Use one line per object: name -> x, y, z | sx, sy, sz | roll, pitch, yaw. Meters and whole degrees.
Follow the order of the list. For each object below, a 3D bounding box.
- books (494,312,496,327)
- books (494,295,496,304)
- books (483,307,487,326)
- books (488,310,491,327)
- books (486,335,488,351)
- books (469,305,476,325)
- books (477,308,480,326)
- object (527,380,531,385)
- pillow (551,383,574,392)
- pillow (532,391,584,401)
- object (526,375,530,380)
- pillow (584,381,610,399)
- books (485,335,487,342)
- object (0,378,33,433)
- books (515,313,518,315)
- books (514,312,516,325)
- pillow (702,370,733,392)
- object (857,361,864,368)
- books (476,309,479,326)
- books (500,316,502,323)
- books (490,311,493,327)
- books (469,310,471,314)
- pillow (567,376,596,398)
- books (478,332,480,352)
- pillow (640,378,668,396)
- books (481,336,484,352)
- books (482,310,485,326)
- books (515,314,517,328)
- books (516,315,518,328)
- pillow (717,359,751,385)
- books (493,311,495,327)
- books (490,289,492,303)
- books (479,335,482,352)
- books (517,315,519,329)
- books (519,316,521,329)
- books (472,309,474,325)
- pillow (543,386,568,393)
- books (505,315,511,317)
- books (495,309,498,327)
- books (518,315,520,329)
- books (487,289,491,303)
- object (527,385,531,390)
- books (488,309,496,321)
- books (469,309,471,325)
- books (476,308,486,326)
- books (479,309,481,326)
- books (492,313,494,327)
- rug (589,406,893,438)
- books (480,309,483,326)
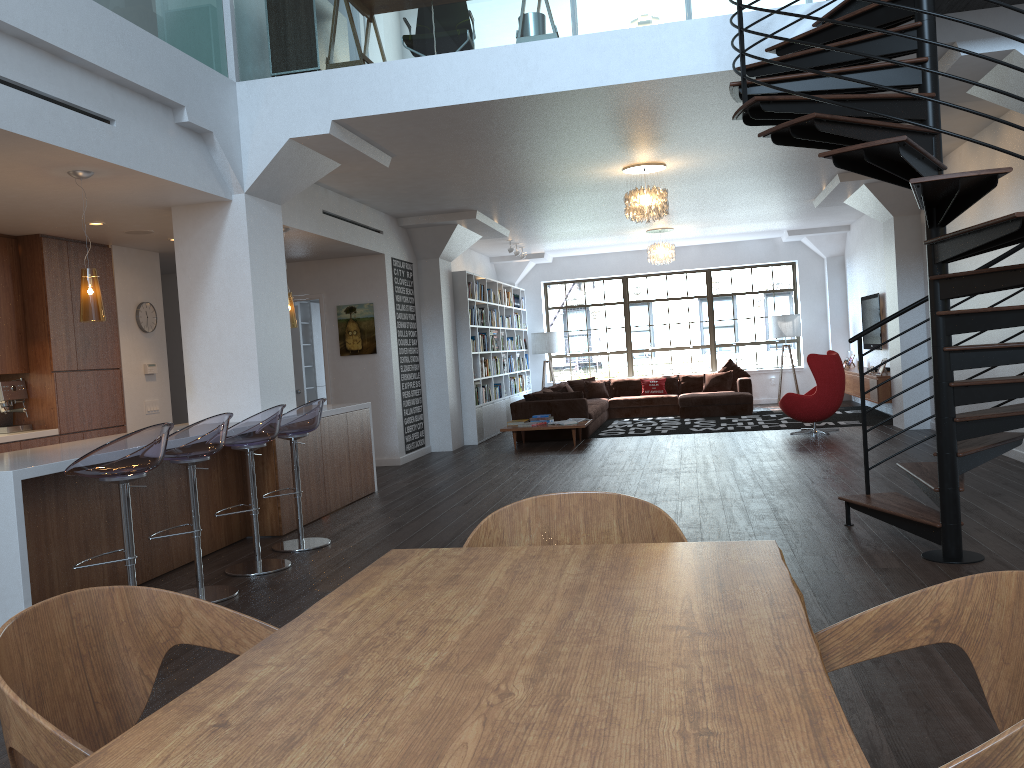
books -> -0.352, -1.013, 14.021 | 0.174, 0.239, 0.045 | -3, 2, 11
books -> -0.323, -1.351, 14.220 | 0.110, 0.153, 0.019 | -3, 2, 11
books -> -0.475, -1.010, 13.441 | 0.176, 0.291, 0.053 | -3, 2, 11
books -> -0.428, -1.000, 13.605 | 0.182, 0.253, 0.034 | -3, 2, 11
books -> -0.452, -0.611, 13.366 | 0.182, 0.253, 0.034 | -3, 2, 11
books -> -0.611, -0.973, 12.663 | 0.176, 0.290, 0.053 | -3, 2, 11
books -> -0.567, -0.973, 13.021 | 0.180, 0.259, 0.042 | -3, 2, 11
object -> 0.159, -0.014, 16.495 | 0.331, 0.088, 0.410 | -3, 2, 11
pillow -> 0.860, 0.191, 14.139 | 0.325, 0.391, 0.625 | -3, 2, 28
pillow -> 0.674, 0.282, 12.451 | 0.750, 0.364, 0.289 | -4, 2, 11
object -> 0.145, -0.101, 16.493 | 0.316, 0.088, 0.410 | -3, 2, 11
pillow -> 1.463, 0.102, 15.569 | 0.489, 0.337, 0.238 | -5, 2, -19
books -> -0.469, -0.609, 13.335 | 0.182, 0.253, 0.034 | -3, 2, 11
object -> -4.203, 0.185, 7.386 | 0.439, 0.455, 0.284 | -3, 2, 11
books -> 0.026, -1.131, 15.955 | 0.176, 0.290, 0.036 | -4, 2, 11
books -> -0.025, -1.118, 15.687 | 0.176, 0.290, 0.053 | -4, 2, 11
pillow -> 3.513, -0.043, 15.177 | 0.542, 0.362, 0.248 | -3, 2, 32
object -> 5.530, -0.310, 14.070 | 0.089, 0.110, 0.089 | -5, 2, -34
books -> -0.578, -0.966, 12.935 | 0.183, 0.253, 0.042 | -3, 2, 11
books -> -0.234, -1.016, 14.599 | 0.139, 0.191, 0.036 | -3, 2, 11
books -> -0.399, -1.008, 13.776 | 0.182, 0.253, 0.034 | -3, 2, 11
books -> -0.662, -0.926, 12.449 | 0.161, 0.218, 0.101 | -3, 2, 11
pillow -> 1.293, 0.091, 15.701 | 0.580, 0.418, 0.334 | -4, 2, -16
books -> -0.563, -0.605, 12.878 | 0.176, 0.290, 0.053 | -3, 2, 11
pillow -> 2.480, 0.051, 15.509 | 0.465, 0.308, 0.220 | -4, 2, 8
books -> -0.513, -0.588, 13.130 | 0.167, 0.230, 0.037 | -3, 2, 11
books -> -0.503, -0.977, 13.278 | 0.174, 0.240, 0.054 | -3, 2, 11
books -> -0.014, -1.102, 15.730 | 0.183, 0.253, 0.034 | -4, 2, 11
books -> 0.011, -1.102, 15.883 | 0.174, 0.240, 0.045 | -4, 2, 11
pillow -> 3.742, -0.145, 15.295 | 0.651, 0.587, 0.335 | -4, 2, -10
books -> -0.365, -1.014, 13.971 | 0.170, 0.245, 0.057 | -3, 2, 11
books -> -0.400, -1.372, 13.934 | 0.158, 0.226, 0.052 | -3, 2, 11
books -> -0.541, -0.584, 12.953 | 0.174, 0.239, 0.045 | -3, 2, 11
books -> 0.029, -1.111, 15.919 | 0.183, 0.253, 0.034 | -4, 2, 11
books -> 0.059, -1.114, 16.138 | 0.174, 0.240, 0.045 | -4, 2, 11
books -> -0.633, -0.945, 12.590 | 0.174, 0.242, 0.105 | -3, 2, 11
pillow -> 0.686, 0.230, 12.718 | 0.269, 0.411, 0.559 | -5, 2, -33
books -> -0.088, -1.074, 15.375 | 0.140, 0.231, 0.042 | -3, 2, 11
books -> -0.336, -1.041, 14.156 | 0.197, 0.283, 0.065 | -3, 2, 11
books -> 0.037, -1.117, 16.002 | 0.180, 0.259, 0.060 | -4, 2, 11
books -> -0.405, -1.373, 13.885 | 0.140, 0.231, 0.042 | -3, 2, 11
object -> 0.165, 0.074, 16.498 | 0.331, 0.088, 0.410 | -3, 2, 11
books -> -0.344, -1.042, 14.096 | 0.176, 0.290, 0.053 | -3, 2, 11
books -> -0.653, -0.934, 12.477 | 0.152, 0.232, 0.104 | -3, 2, 11
books -> -0.501, -1.003, 13.393 | 0.198, 0.284, 0.049 | -3, 2, 11
books -> -0.546, -0.971, 13.097 | 0.171, 0.246, 0.039 | -3, 2, 11
books -> -0.371, -0.999, 13.904 | 0.161, 0.223, 0.027 | -3, 2, 11
rug -> 3.326, 0.550, 13.206 | 4.200, 0.007, 3.100 | -3, 2, 13
books -> -0.536, -0.977, 13.170 | 0.183, 0.253, 0.042 | -3, 2, 11
